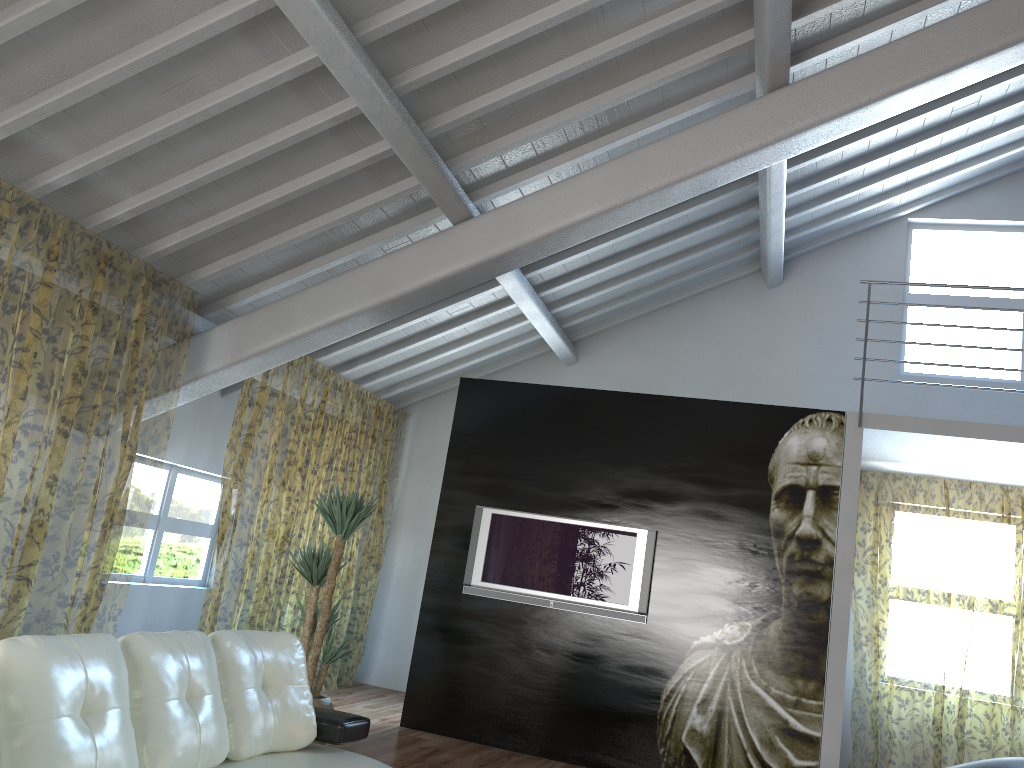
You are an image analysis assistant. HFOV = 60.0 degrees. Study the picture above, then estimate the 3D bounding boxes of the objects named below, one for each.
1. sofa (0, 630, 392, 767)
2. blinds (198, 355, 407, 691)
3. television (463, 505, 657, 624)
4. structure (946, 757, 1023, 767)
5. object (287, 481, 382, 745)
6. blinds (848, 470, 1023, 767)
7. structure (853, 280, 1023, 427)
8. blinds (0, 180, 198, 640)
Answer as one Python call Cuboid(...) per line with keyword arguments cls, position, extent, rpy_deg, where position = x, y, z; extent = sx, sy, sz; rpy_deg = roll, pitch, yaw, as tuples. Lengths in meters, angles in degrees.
Cuboid(cls="sofa", position=(-0.929, 1.078, 2.135), extent=(1.359, 0.805, 3.047), rpy_deg=(10, -12, -3))
Cuboid(cls="blinds", position=(-1.613, 1.178, 7.165), extent=(0.306, 2.546, 2.780), rpy_deg=(5, -13, 18))
Cuboid(cls="television", position=(0.326, 1.270, 6.320), extent=(1.336, 0.639, 0.044), rpy_deg=(5, -13, 17))
Cuboid(cls="structure", position=(2.697, -0.749, 4.001), extent=(1.176, 5.494, 0.851), rpy_deg=(5, -13, 16))
Cuboid(cls="object", position=(-1.191, 1.390, 5.451), extent=(0.564, 1.586, 0.588), rpy_deg=(19, -16, -37))
Cuboid(cls="blinds", position=(3.873, 1.929, 6.527), extent=(2.780, 2.324, 0.306), rpy_deg=(5, -13, 18))
Cuboid(cls="structure", position=(2.210, -1.380, 1.068), extent=(2.536, 1.055, 10.133), rpy_deg=(5, -13, 17))
Cuboid(cls="blinds", position=(-2.634, 0.232, 3.662), extent=(0.306, 2.546, 3.505), rpy_deg=(5, -13, 18))
